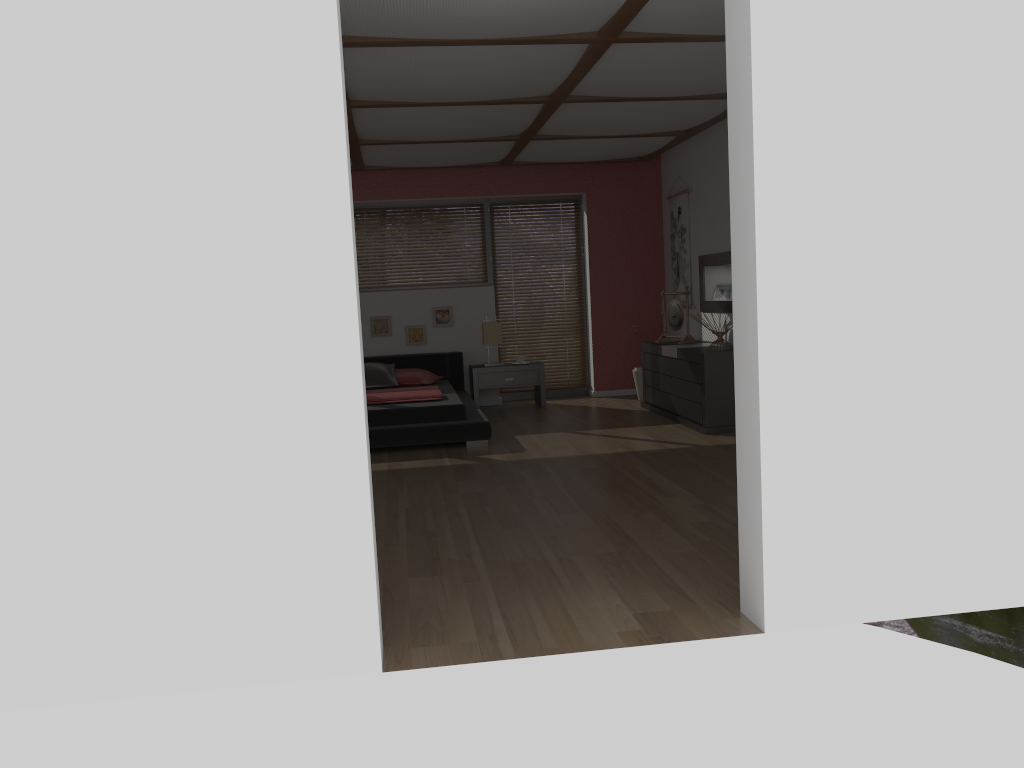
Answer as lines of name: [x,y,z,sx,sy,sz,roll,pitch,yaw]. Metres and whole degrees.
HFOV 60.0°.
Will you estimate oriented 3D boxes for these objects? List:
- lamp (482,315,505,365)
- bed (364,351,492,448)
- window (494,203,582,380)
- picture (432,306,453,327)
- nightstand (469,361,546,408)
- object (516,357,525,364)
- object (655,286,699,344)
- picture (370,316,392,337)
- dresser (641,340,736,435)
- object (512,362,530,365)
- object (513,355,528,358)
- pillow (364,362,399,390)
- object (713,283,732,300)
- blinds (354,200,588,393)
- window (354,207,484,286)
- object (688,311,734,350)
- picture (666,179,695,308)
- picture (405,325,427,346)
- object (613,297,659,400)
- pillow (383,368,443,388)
lamp: [-0.193,-0.434,8.729,0.200,0.480,0.200,-4,6,-7]
bed: [-1.536,0.140,7.553,2.469,0.577,2.413,-4,6,-7]
window: [0.277,-0.951,9.309,0.889,1.893,0.020,-4,6,-7]
picture: [-0.692,-0.670,8.849,0.200,0.200,0.010,-4,6,-7]
nightstand: [-0.047,0.021,8.751,0.700,0.423,0.413,-4,6,-7]
object: [0.086,-0.231,8.688,0.099,0.069,0.099,-1,6,18]
object: [1.453,-0.614,7.872,0.173,0.498,0.490,-5,6,-22]
picture: [-1.297,-0.570,8.779,0.200,0.200,0.010,-4,6,-7]
dresser: [1.569,-0.023,7.436,0.540,0.608,1.740,-4,6,-7]
object: [0.087,-0.199,8.692,0.179,0.012,0.179,-1,6,18]
object: [0.082,-0.268,8.668,0.192,0.007,0.007,-7,7,-38]
pillow: [-1.426,-0.065,8.134,0.744,0.241,0.386,-4,6,-12]
object: [1.882,-0.824,7.907,0.041,0.146,0.226,-6,6,-27]
blinds: [-1.645,-0.785,9.002,4.840,1.952,0.032,-4,6,-7]
window: [-1.680,-1.367,9.012,2.817,0.786,0.020,-4,6,-7]
object: [1.607,-0.412,6.849,0.481,0.282,0.481,-8,8,-41]
picture: [1.630,-1.375,8.613,0.028,1.270,0.701,-4,6,-7]
picture: [-0.957,-0.485,8.832,0.200,0.200,0.010,-4,6,-7]
object: [1.226,-0.354,8.761,0.422,1.035,0.364,-7,7,-32]
pillow: [-1.046,-0.052,8.327,0.745,0.172,0.418,-2,6,12]
